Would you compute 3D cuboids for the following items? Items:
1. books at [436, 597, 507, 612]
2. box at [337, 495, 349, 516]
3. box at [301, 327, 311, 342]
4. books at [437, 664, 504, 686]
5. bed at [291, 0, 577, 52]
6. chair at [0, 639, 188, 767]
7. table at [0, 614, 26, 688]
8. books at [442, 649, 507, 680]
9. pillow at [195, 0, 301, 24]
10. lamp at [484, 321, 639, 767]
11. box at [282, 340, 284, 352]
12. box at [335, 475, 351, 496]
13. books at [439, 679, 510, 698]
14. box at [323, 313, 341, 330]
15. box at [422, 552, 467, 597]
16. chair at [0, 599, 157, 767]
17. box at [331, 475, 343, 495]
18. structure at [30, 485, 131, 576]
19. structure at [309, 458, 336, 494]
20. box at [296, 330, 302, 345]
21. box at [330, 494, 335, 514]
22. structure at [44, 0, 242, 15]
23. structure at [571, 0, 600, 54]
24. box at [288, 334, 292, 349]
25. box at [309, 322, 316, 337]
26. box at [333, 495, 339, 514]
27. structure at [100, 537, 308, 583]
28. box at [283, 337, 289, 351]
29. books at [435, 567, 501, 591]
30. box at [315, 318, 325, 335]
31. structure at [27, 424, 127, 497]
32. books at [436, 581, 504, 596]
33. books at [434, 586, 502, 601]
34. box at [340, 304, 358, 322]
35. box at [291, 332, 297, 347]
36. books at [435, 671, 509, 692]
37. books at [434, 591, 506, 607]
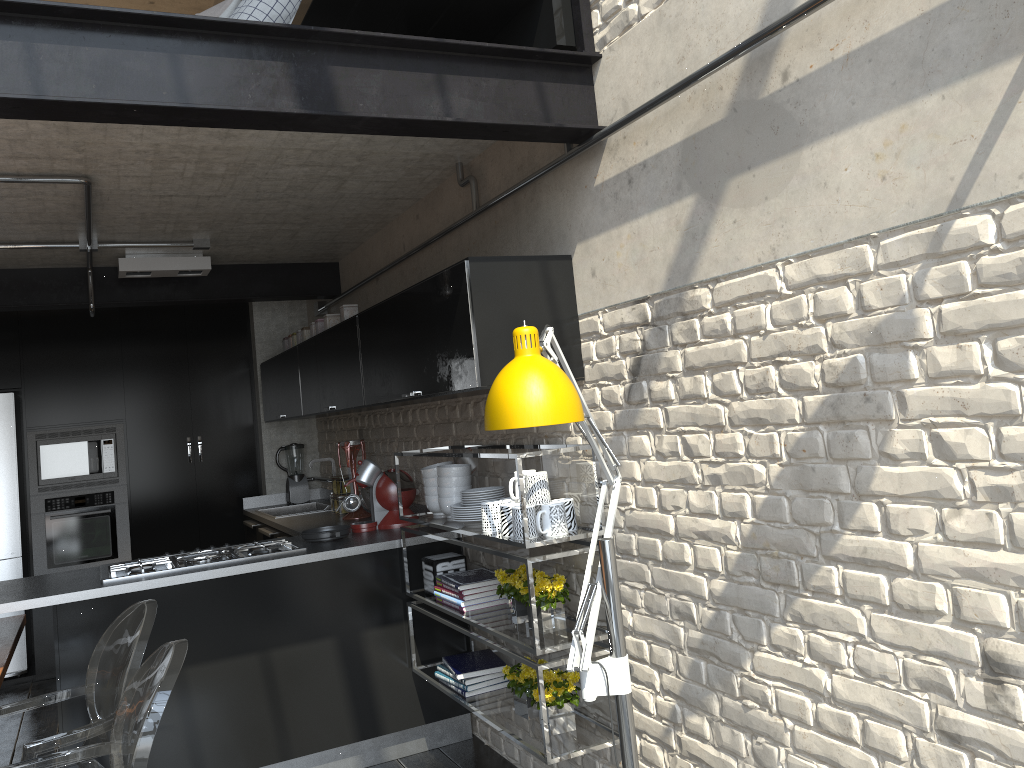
[{"bbox_3d":[-0.150,0.845,3.480,0.211,0.021,0.291,-5,-2,-26],"label":"books"},{"bbox_3d":[-0.972,0.702,5.144,0.081,0.111,0.080,-5,-4,-15],"label":"box"},{"bbox_3d":[-1.214,-0.285,5.299,0.081,0.111,0.080,-4,-4,-25],"label":"box"},{"bbox_3d":[-0.151,1.123,3.480,0.201,0.023,0.277,-5,-2,-28],"label":"books"},{"bbox_3d":[-1.964,-1.206,4.259,2.699,0.845,4.454,-5,-2,-25],"label":"bed"},{"bbox_3d":[-1.035,1.141,2.062,0.591,0.945,0.536,-3,-5,-30],"label":"chair"},{"bbox_3d":[-2.028,1.360,2.595,0.929,0.736,2.657,-4,-2,-25],"label":"table"},{"bbox_3d":[-0.149,1.101,3.484,0.201,0.023,0.277,-5,-2,-16],"label":"books"},{"bbox_3d":[-1.320,-1.521,4.365,1.146,0.736,2.125,-4,-2,-27],"label":"pillow"},{"bbox_3d":[0.392,0.641,1.393,0.631,1.626,1.563,-5,-4,-12],"label":"lamp"},{"bbox_3d":[-1.474,-0.244,5.856,0.081,0.111,0.080,-4,-4,-25],"label":"box"},{"bbox_3d":[-0.983,0.594,5.186,0.081,0.111,0.080,-3,-5,-30],"label":"box"},{"bbox_3d":[-0.146,1.166,3.476,0.201,0.023,0.277,-5,-2,-26],"label":"books"},{"bbox_3d":[-0.973,-0.322,4.799,0.081,0.111,0.080,-4,-4,-25],"label":"box"},{"bbox_3d":[-0.281,0.799,3.715,0.150,0.151,0.149,-4,-4,-25],"label":"box"},{"bbox_3d":[-1.344,1.188,2.650,0.590,0.945,0.537,-2,-6,-40],"label":"chair"},{"bbox_3d":[-1.019,0.599,5.262,0.080,0.111,0.081,-9,-5,39],"label":"box"},{"bbox_3d":[-2.940,1.004,6.053,0.582,0.560,0.482,-4,-4,-25],"label":"structure"},{"bbox_3d":[-1.246,0.646,5.837,0.177,0.312,0.088,-4,-5,-25],"label":"structure"},{"bbox_3d":[-1.276,-0.275,5.431,0.081,0.111,0.080,-4,-4,-25],"label":"box"},{"bbox_3d":[-1.042,0.713,5.293,0.081,0.111,0.080,-4,-4,-20],"label":"box"},{"bbox_3d":[-3.525,-1.859,7.687,2.597,2.966,2.774,-4,-4,-25],"label":"structure"},{"bbox_3d":[-2.481,0.104,3.158,4.792,3.357,3.764,-4,-3,-25],"label":"structure"},{"bbox_3d":[-1.378,-0.259,5.638,0.081,0.111,0.080,-4,-4,-25],"label":"box"},{"bbox_3d":[-1.116,-0.300,5.093,0.081,0.111,0.080,-4,-4,-25],"label":"box"},{"bbox_3d":[-1.002,0.707,5.217,0.081,0.111,0.080,-3,-5,-30],"label":"box"},{"bbox_3d":[-1.347,0.749,3.853,0.813,0.026,0.499,-5,-2,-26],"label":"structure"},{"bbox_3d":[-1.444,-0.249,5.768,0.081,0.111,0.080,-4,-4,-25],"label":"box"},{"bbox_3d":[-0.157,0.767,3.487,0.211,0.021,0.291,-5,-2,-23],"label":"books"},{"bbox_3d":[-1.058,-0.309,4.971,0.081,0.111,0.080,-4,-4,-25],"label":"box"},{"bbox_3d":[-2.996,0.517,6.114,0.582,0.423,0.445,-4,-3,-25],"label":"structure"},{"bbox_3d":[-0.151,0.786,3.488,0.211,0.021,0.291,-5,-2,-25],"label":"books"},{"bbox_3d":[-0.154,0.805,3.484,0.211,0.021,0.291,-5,-2,-28],"label":"books"},{"bbox_3d":[-0.824,-0.345,4.490,0.081,0.111,0.080,-4,-4,-25],"label":"box"},{"bbox_3d":[-1.335,-0.266,5.553,0.081,0.111,0.080,-4,-4,-25],"label":"box"},{"bbox_3d":[-0.153,1.145,3.476,0.201,0.023,0.277,-5,-2,-31],"label":"books"},{"bbox_3d":[-0.158,0.826,3.479,0.211,0.021,0.291,-5,-2,-26],"label":"books"}]
